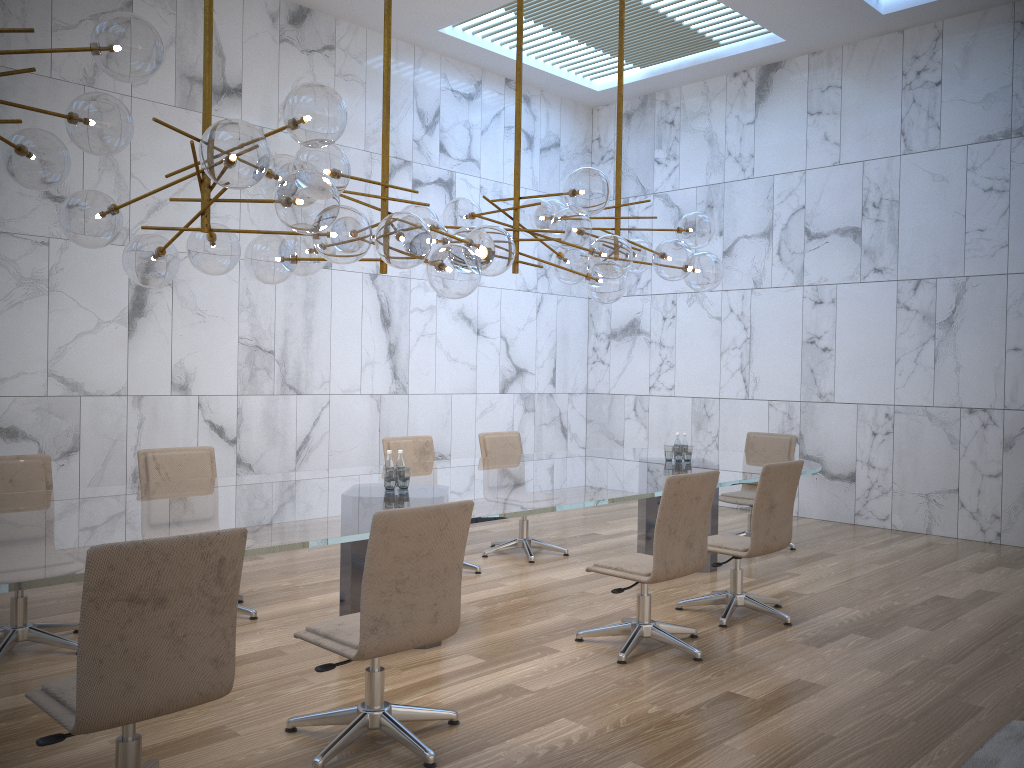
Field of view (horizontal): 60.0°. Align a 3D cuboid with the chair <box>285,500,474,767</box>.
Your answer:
[{"bbox_3d":[-0.533,0.956,3.609,0.697,1.000,0.726,2,1,45],"label":"chair"}]

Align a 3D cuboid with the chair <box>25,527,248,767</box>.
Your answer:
[{"bbox_3d":[-1.235,0.952,2.897,0.697,1.000,0.726,2,1,45],"label":"chair"}]

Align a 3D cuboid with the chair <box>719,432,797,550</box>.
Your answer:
[{"bbox_3d":[2.179,0.950,7.957,0.697,1.000,0.726,0,1,-45],"label":"chair"}]

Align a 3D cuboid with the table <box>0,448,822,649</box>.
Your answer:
[{"bbox_3d":[-0.670,1.011,5.070,2.092,0.835,7.924,2,1,45],"label":"table"}]

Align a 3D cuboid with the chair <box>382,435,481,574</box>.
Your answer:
[{"bbox_3d":[-0.623,0.914,6.702,0.697,1.000,0.726,2,1,44],"label":"chair"}]

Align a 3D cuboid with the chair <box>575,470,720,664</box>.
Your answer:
[{"bbox_3d":[0.767,0.963,4.926,0.697,1.000,0.726,2,1,45],"label":"chair"}]

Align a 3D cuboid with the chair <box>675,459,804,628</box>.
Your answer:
[{"bbox_3d":[1.464,0.967,5.633,0.697,1.000,0.726,2,1,45],"label":"chair"}]

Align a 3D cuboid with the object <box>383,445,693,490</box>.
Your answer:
[{"bbox_3d":[-0.420,0.537,5.259,0.183,0.117,5.112,2,1,45],"label":"object"}]

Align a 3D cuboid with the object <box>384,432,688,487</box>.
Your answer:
[{"bbox_3d":[-0.445,0.488,5.302,0.124,0.213,5.189,2,1,45],"label":"object"}]

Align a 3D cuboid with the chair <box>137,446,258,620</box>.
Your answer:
[{"bbox_3d":[-1.919,0.907,5.388,0.697,1.000,0.726,2,1,44],"label":"chair"}]

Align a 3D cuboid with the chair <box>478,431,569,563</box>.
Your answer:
[{"bbox_3d":[0.080,0.918,7.414,0.697,1.000,0.726,2,1,44],"label":"chair"}]

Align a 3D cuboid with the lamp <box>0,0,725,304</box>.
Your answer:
[{"bbox_3d":[-0.702,-1.801,4.950,1.557,2.716,5.672,2,1,45],"label":"lamp"}]

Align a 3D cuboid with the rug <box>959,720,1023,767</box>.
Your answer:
[{"bbox_3d":[1.662,1.498,2.420,1.320,0.034,3.025,2,1,44],"label":"rug"}]

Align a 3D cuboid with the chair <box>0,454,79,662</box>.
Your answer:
[{"bbox_3d":[-2.613,0.903,4.684,0.697,1.000,0.726,2,1,44],"label":"chair"}]
